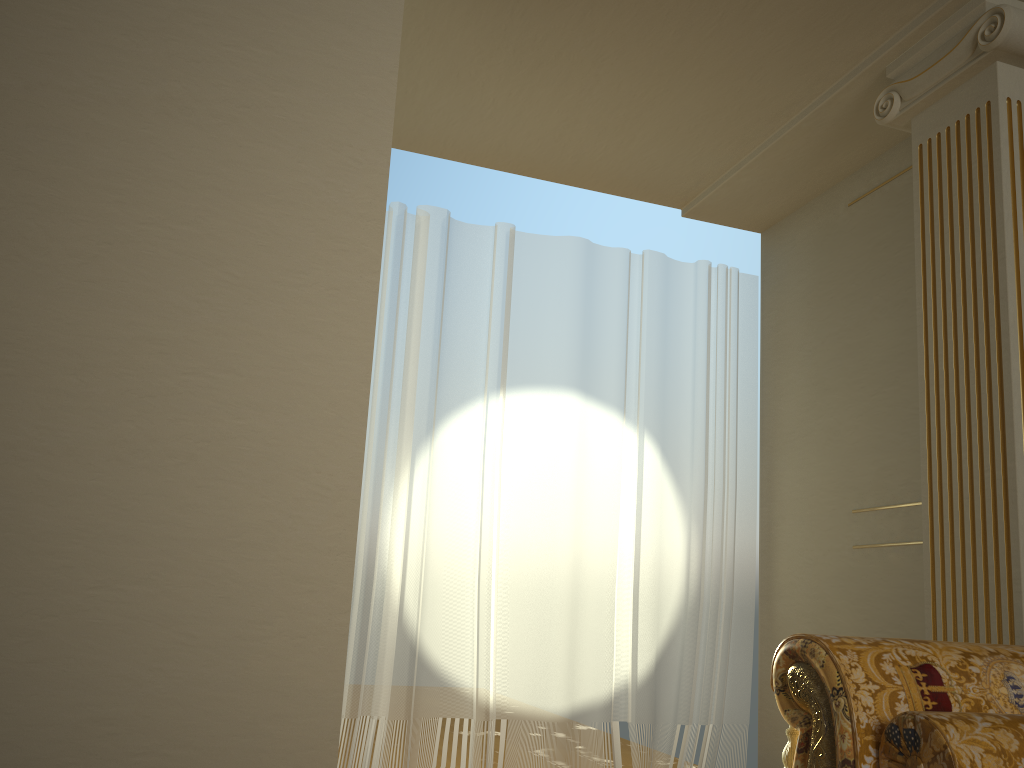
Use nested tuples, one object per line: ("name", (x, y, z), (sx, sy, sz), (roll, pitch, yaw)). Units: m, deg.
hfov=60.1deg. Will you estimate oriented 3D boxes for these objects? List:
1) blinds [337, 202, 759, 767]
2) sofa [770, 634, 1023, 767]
("blinds", (0.179, 0.508, 3.948), (2.170, 2.473, 0.166), (7, -11, -15))
("sofa", (1.118, 0.654, 1.059), (0.695, 0.859, 1.916), (7, -14, -17))
